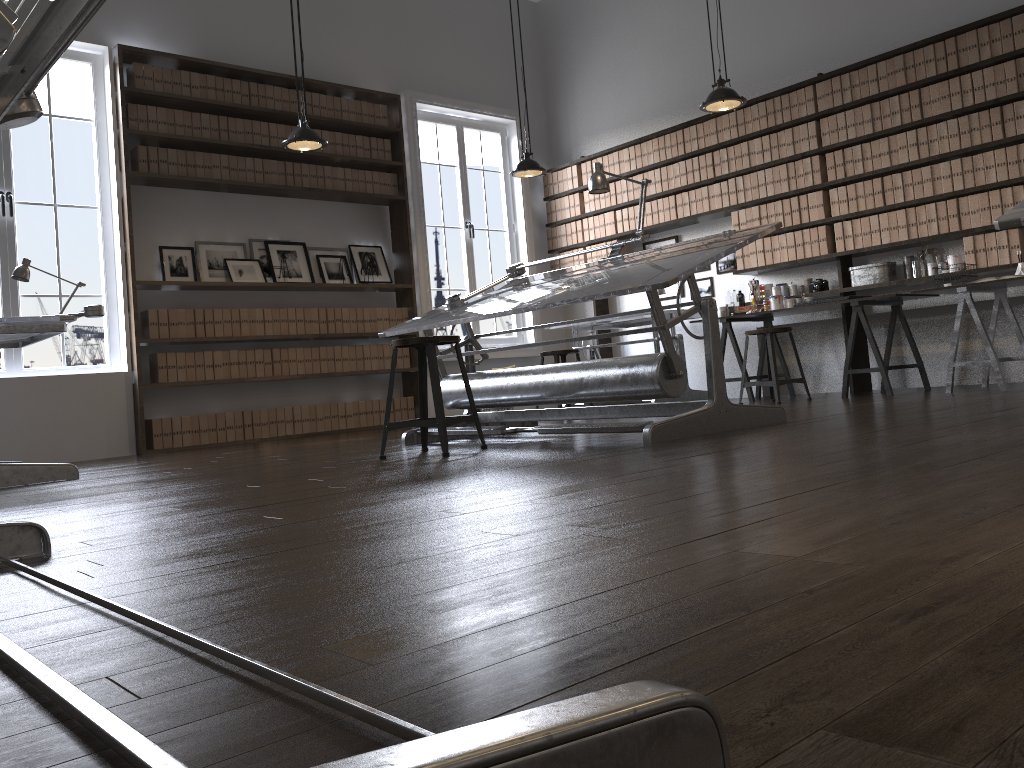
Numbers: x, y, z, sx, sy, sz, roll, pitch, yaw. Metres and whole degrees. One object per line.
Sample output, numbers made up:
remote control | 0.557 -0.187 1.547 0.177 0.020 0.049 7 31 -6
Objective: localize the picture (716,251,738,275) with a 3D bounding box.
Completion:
picture | 1.895 -1.067 7.756 0.023 0.184 0.250 -2 -3 -41

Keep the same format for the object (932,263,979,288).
object | 2.945 -0.704 5.878 0.284 0.161 0.203 -4 -1 -41

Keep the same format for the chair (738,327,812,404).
chair | 1.823 -0.122 6.216 0.359 0.529 0.370 -3 -2 -33

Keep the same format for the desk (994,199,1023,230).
desk | 2.434 -0.614 2.091 1.078 1.390 2.062 -3 -2 -41

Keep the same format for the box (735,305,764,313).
box | 1.911 -0.584 7.090 0.138 0.083 0.211 -4 -1 -41

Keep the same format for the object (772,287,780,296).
object | 2.141 -0.738 7.172 0.061 0.094 0.062 -6 -3 35

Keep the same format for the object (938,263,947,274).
object | 3.062 -0.811 6.221 0.181 0.094 0.062 -4 -2 -27

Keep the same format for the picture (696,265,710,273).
picture | 1.693 -1.152 7.986 0.022 0.285 0.201 -2 -3 -42

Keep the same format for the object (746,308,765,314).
object | 1.877 -0.559 6.863 0.132 0.051 0.196 -5 0 -12

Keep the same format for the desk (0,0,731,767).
desk | -0.823 -0.344 0.983 1.078 1.390 2.062 -3 -2 -41

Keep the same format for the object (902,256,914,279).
object | 2.918 -0.844 6.503 0.078 0.189 0.079 -6 -3 28

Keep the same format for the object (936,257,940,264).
object | 2.999 -0.834 6.209 0.041 0.125 0.008 -7 -4 37

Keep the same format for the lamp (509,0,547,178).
lamp | 0.044 -2.875 7.440 0.310 2.258 0.312 -6 -3 29

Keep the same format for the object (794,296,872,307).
object | 2.286 -0.586 6.317 0.312 0.033 0.444 -5 0 -41

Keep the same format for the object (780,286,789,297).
object | 2.197 -0.742 7.129 0.062 0.093 0.063 -6 -3 35

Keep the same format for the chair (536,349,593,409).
chair | 0.403 -0.003 7.104 0.359 0.529 0.370 -3 -2 -33

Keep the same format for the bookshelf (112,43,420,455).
bookshelf | -1.931 -0.695 7.336 2.476 3.733 0.411 -3 -3 -41

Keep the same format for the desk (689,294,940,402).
desk | 2.223 -0.228 6.581 0.656 0.671 1.663 -3 -1 -41

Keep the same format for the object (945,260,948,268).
object | 3.065 -0.816 6.210 0.044 0.101 0.044 -3 -3 -38

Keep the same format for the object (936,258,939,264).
object | 2.993 -0.826 6.209 0.004 0.127 0.028 -2 -4 -43

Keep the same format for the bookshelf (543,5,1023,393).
bookshelf | 3.560 -0.895 5.726 0.374 3.215 9.148 -2 -2 -41

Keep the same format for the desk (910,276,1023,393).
desk | 3.374 -0.325 5.254 0.656 0.671 1.663 -3 -1 -41

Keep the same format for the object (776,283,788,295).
object | 2.215 -0.757 7.256 0.094 0.128 0.094 -4 -2 -11

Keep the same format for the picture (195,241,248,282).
picture | -2.307 -0.959 7.084 0.416 0.366 0.083 -4 -3 -41

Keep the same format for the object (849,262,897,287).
object | 2.701 -0.814 6.621 0.193 0.153 0.316 -4 -1 -42

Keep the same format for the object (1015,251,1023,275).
object | 3.278 -0.756 5.682 0.101 0.210 0.101 -5 -2 4

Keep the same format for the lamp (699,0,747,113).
lamp | 1.318 -2.982 5.979 0.310 2.258 0.312 -6 -3 29

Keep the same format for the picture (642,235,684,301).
picture | 1.417 -1.071 8.290 0.040 0.576 0.413 -2 -3 -41

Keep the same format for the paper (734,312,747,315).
paper | 1.808 -0.549 6.975 0.154 0.038 0.137 -5 0 34

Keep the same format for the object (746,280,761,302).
object | 1.997 -0.766 7.333 0.108 0.177 0.106 -3 -3 -39

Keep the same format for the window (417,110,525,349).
window | -0.434 -1.471 8.628 1.246 2.316 0.152 -3 -4 -41

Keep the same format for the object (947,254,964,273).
object | 3.078 -0.829 6.143 0.094 0.128 0.094 -3 -2 -34

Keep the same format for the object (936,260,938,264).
object | 2.987 -0.821 6.193 0.035 0.103 0.004 -7 -4 44

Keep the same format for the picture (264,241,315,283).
picture | -1.858 -1.009 7.413 0.374 0.392 0.148 -3 -3 -41

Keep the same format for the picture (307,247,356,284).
picture | -1.577 -1.015 7.721 0.434 0.362 0.095 -4 -3 -41

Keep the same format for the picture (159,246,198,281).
picture | -2.584 -0.911 6.863 0.267 0.316 0.058 -3 -3 -41

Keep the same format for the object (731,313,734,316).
object | 1.782 -0.548 7.100 0.049 0.037 0.049 -4 -2 -44

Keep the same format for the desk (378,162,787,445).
desk | 0.246 -0.430 4.611 1.078 1.390 2.273 -3 -2 -41

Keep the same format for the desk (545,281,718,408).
desk | 1.115 -0.355 7.801 1.072 1.101 1.265 -3 -2 -41

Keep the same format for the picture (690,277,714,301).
picture | 1.710 -0.858 7.978 0.023 0.184 0.250 -2 -3 -41

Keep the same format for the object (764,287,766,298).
object | 2.134 -0.760 7.382 0.072 0.129 0.071 -5 -2 6

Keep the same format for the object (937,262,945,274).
object | 3.046 -0.814 6.265 0.062 0.093 0.063 -5 -2 11

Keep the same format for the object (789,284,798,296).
object | 2.255 -0.747 7.097 0.061 0.094 0.062 -6 -3 35

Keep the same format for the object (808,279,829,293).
object | 2.388 -0.767 6.925 0.091 0.109 0.170 -3 -2 -41

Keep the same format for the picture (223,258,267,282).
picture | -2.140 -0.902 7.120 0.300 0.229 0.144 -4 -2 -41

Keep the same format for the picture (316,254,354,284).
picture | -1.538 -0.984 7.696 0.290 0.291 0.126 -3 -3 -41

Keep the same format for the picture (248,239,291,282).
picture | -1.987 -1.006 7.370 0.370 0.407 0.091 -3 -3 -41

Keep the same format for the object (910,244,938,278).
object | 2.948 -0.895 6.348 0.181 0.272 0.156 -6 -3 33

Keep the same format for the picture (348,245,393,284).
picture | -1.271 -1.076 7.955 0.343 0.365 0.160 -3 -3 -41

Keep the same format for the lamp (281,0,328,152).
lamp | -1.506 -2.747 6.094 0.310 2.258 0.312 -6 -3 29

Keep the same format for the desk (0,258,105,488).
desk | -2.743 -0.082 4.519 1.173 1.192 1.265 -3 -2 -41

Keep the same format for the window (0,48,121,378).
window | -3.498 -1.209 6.113 1.484 2.504 0.152 -3 -4 -41

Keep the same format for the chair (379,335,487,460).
chair | -0.367 0.059 3.976 0.357 0.529 0.372 -6 -2 27

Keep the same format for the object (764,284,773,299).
object | 2.122 -0.759 7.303 0.070 0.131 0.070 -5 -2 -3
